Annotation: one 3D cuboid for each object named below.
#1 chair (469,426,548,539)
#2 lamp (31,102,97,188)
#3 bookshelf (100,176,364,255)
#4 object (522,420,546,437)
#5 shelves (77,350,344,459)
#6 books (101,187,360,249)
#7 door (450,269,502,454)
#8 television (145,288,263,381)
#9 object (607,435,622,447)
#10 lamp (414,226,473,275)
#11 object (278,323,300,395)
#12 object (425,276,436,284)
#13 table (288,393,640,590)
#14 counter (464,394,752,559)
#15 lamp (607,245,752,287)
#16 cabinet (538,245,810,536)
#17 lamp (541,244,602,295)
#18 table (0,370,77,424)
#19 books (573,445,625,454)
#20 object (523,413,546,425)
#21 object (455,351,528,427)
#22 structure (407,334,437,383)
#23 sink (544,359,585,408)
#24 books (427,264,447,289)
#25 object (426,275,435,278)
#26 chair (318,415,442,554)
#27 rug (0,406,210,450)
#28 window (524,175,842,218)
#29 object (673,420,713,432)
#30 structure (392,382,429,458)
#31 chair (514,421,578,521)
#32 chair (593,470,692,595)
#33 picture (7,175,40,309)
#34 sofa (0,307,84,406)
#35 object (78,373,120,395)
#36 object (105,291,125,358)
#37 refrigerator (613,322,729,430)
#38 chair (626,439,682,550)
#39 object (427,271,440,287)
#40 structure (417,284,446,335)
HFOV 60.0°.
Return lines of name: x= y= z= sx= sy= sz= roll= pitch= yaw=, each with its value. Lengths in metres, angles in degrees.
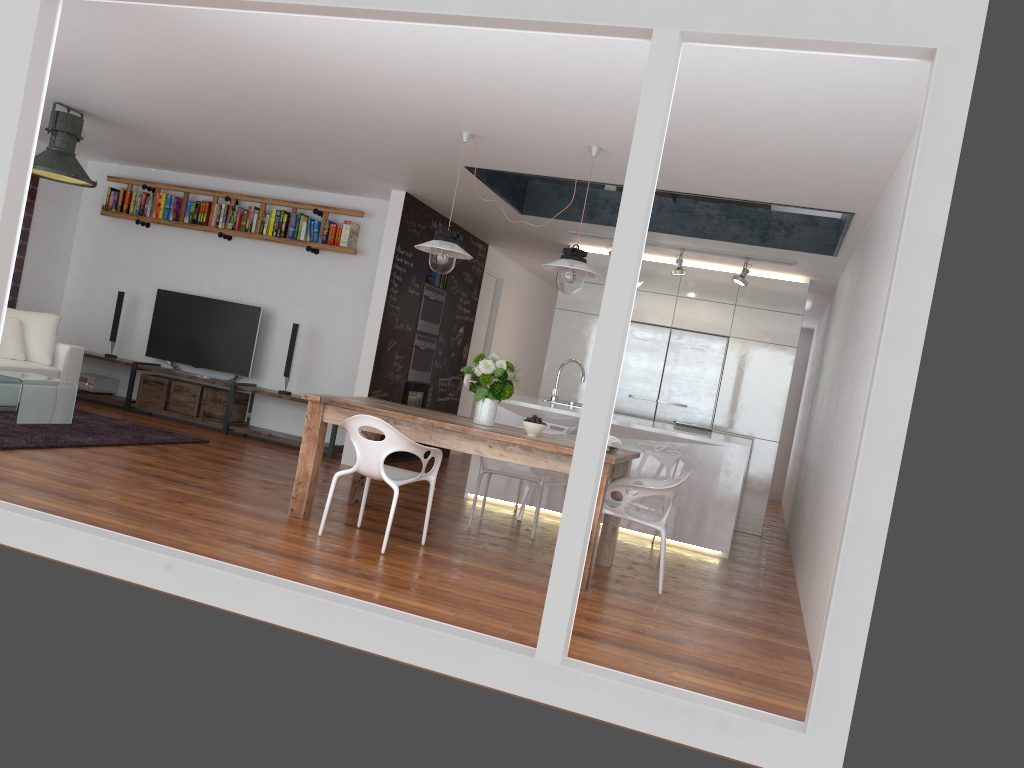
chair: x=0.016 y=0.662 z=6.249 sx=0.577 sy=0.710 sz=0.505 roll=11 pitch=1 yaw=6
lamp: x=-3.557 y=-1.909 z=7.023 sx=0.572 sy=0.561 sz=0.572 roll=11 pitch=1 yaw=21
bookshelf: x=-2.863 y=-1.690 z=8.961 sx=2.983 sy=0.465 sz=0.161 roll=11 pitch=1 yaw=16
object: x=0.126 y=0.269 z=5.267 sx=0.146 sy=0.079 sz=0.146 roll=11 pitch=1 yaw=25
shelves: x=-3.213 y=0.138 z=8.883 sx=3.473 sy=0.506 sz=0.414 roll=11 pitch=1 yaw=16
books: x=-1.365 y=-2.275 z=8.809 sx=5.671 sy=1.974 sz=0.733 roll=11 pitch=1 yaw=5
door: x=-0.490 y=-0.247 z=10.725 sx=0.120 sy=2.236 sz=0.823 roll=11 pitch=1 yaw=16
television: x=-3.093 y=-0.475 z=8.882 sx=1.230 sy=0.786 sz=0.298 roll=11 pitch=1 yaw=16
object: x=0.616 y=0.360 z=5.425 sx=0.127 sy=0.078 sz=0.082 roll=11 pitch=1 yaw=21
lamp: x=-0.426 y=-0.839 z=5.563 sx=0.372 sy=0.306 sz=0.372 roll=11 pitch=1 yaw=10
object: x=-2.121 y=-0.239 z=8.517 sx=0.089 sy=0.687 sz=0.089 roll=11 pitch=1 yaw=26
object: x=-0.835 y=-1.040 z=8.928 sx=0.132 sy=0.069 sz=0.132 roll=10 pitch=1 yaw=-41
table: x=-0.283 y=0.604 z=5.451 sx=1.910 sy=0.735 sz=0.969 roll=11 pitch=1 yaw=16
counter: x=0.749 y=0.694 z=7.414 sx=2.289 sy=0.903 sz=0.956 roll=11 pitch=1 yaw=16
lamp: x=1.498 y=-1.101 z=8.083 sx=1.324 sy=0.254 sz=0.154 roll=11 pitch=1 yaw=16
cabinet: x=1.596 y=0.022 z=9.194 sx=2.404 sy=2.506 sz=0.946 roll=11 pitch=1 yaw=16
lamp: x=0.360 y=-0.690 z=5.331 sx=0.372 sy=0.306 sz=0.372 roll=10 pitch=1 yaw=-22
table: x=-3.884 y=0.096 z=6.998 sx=0.565 sy=0.337 sz=0.551 roll=11 pitch=1 yaw=16
books: x=0.511 y=0.365 z=5.146 sx=0.218 sy=0.035 sz=0.267 roll=11 pitch=1 yaw=31
object: x=0.136 y=0.219 z=5.266 sx=0.159 sy=0.095 sz=0.141 roll=11 pitch=1 yaw=2
object: x=-0.142 y=0.014 z=5.462 sx=0.432 sy=0.476 sz=0.371 roll=10 pitch=1 yaw=-32
structure: x=-0.887 y=-0.249 z=8.986 sx=0.052 sy=0.462 sz=0.585 roll=11 pitch=1 yaw=16
sink: x=0.581 y=0.083 z=7.748 sx=0.492 sy=0.570 sz=0.459 roll=11 pitch=1 yaw=16
books: x=-0.807 y=-1.156 z=9.224 sx=0.230 sy=0.303 sz=0.152 roll=11 pitch=1 yaw=16
object: x=-0.819 y=-1.072 z=8.927 sx=0.077 sy=0.042 sz=0.116 roll=11 pitch=1 yaw=29
chair: x=-0.736 y=0.532 z=4.983 sx=0.577 sy=0.710 sz=0.505 roll=11 pitch=1 yaw=21
rug: x=-3.970 y=0.266 z=6.465 sx=1.895 sy=0.019 sz=3.193 roll=11 pitch=1 yaw=16
window: x=1.199 y=-1.601 z=6.846 sx=2.700 sy=0.035 sz=1.546 roll=11 pitch=1 yaw=16
object: x=1.510 y=0.353 z=7.426 sx=0.298 sy=0.036 sz=0.325 roll=11 pitch=1 yaw=6
structure: x=-0.996 y=0.373 z=8.989 sx=0.081 sy=0.763 sz=0.582 roll=11 pitch=1 yaw=16
chair: x=0.216 y=0.670 z=6.860 sx=0.492 sy=0.765 sz=0.428 roll=11 pitch=1 yaw=26
chair: x=0.746 y=0.809 z=5.238 sx=0.505 sy=0.710 sz=0.577 roll=11 pitch=1 yaw=11
picture: x=-5.337 y=-1.267 z=7.666 sx=0.007 sy=2.136 sz=2.770 roll=11 pitch=1 yaw=16
sofa: x=-4.798 y=-0.314 z=6.727 sx=0.987 sy=0.842 sz=3.086 roll=11 pitch=1 yaw=16
object: x=-4.357 y=-0.005 z=9.202 sx=0.350 sy=0.170 sz=0.400 roll=11 pitch=1 yaw=15
object: x=-4.060 y=-0.609 z=9.109 sx=0.089 sy=0.687 sz=0.089 roll=11 pitch=1 yaw=1
refrigerator: x=1.408 y=0.338 z=8.759 sx=1.119 sy=1.811 sz=0.142 roll=11 pitch=1 yaw=16
chair: x=1.048 y=0.829 z=6.541 sx=0.492 sy=0.765 sz=0.428 roll=10 pitch=1 yaw=-29
object: x=-0.824 y=-1.074 z=9.076 sx=0.136 sy=0.136 sz=0.110 roll=11 pitch=1 yaw=9
structure: x=-0.794 y=-0.743 z=8.981 sx=0.052 sy=0.462 sz=0.585 roll=11 pitch=1 yaw=16
